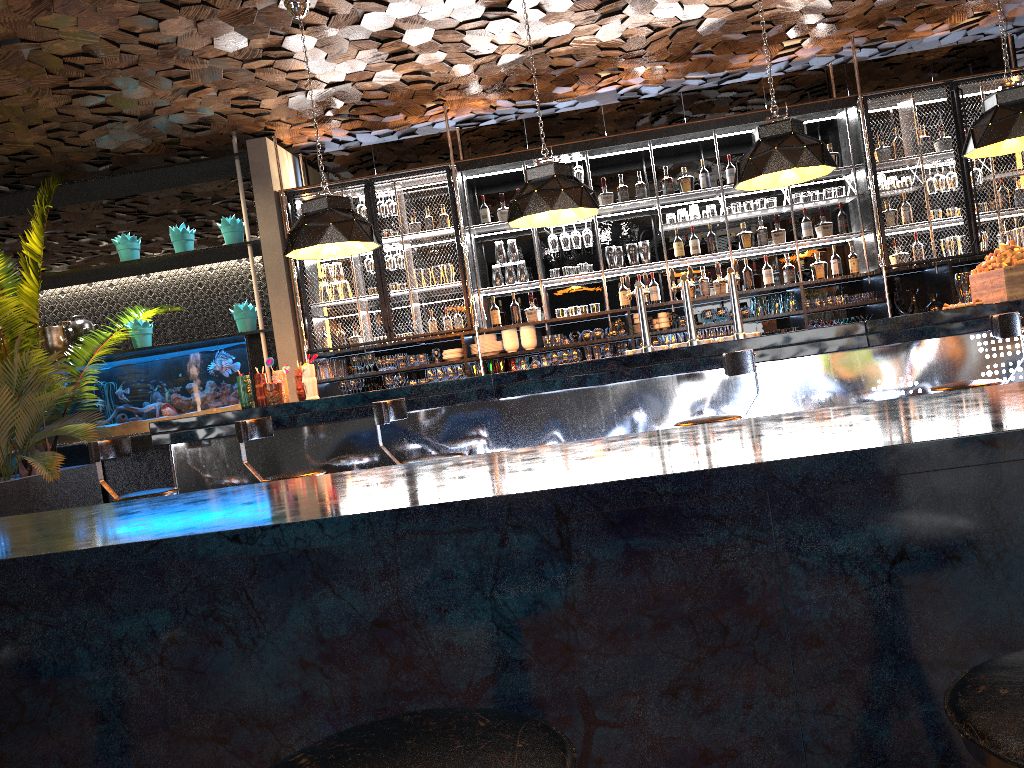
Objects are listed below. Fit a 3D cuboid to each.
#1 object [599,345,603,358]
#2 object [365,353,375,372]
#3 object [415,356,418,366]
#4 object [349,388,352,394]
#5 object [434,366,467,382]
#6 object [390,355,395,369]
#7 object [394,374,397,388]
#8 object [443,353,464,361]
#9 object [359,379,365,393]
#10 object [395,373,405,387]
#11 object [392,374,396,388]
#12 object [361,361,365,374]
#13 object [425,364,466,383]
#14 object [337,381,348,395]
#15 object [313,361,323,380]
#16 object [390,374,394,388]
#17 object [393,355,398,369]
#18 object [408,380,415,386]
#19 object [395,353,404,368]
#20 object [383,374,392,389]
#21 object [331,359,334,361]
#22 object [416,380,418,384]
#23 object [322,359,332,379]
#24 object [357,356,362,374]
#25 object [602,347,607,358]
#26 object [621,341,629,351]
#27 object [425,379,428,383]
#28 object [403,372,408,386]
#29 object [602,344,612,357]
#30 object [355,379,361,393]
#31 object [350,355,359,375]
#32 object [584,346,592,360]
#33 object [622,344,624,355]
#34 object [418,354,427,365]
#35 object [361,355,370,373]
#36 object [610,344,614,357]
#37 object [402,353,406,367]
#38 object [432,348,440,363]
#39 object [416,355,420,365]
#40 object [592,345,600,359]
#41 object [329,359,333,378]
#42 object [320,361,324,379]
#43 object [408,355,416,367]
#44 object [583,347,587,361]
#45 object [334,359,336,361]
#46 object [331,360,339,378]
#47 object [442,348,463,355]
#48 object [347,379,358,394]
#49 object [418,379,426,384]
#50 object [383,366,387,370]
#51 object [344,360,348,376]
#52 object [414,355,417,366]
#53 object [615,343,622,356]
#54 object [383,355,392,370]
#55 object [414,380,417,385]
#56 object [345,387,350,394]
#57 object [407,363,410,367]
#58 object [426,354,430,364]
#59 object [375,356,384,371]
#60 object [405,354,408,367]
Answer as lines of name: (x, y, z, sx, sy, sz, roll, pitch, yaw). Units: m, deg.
object: (0.788, -0.235, 8.009, 0.092, 0.218, 0.092, -9, 1, -34)
object: (-1.274, -0.191, 8.024, 0.087, 0.170, 0.087, -9, 1, -34)
object: (-0.904, -0.212, 8.267, 0.078, 0.103, 0.078, -9, 1, -41)
object: (-1.515, 0.082, 8.324, 0.091, 0.227, 0.091, -8, 1, 9)
object: (-0.571, -0.050, 8.266, 0.376, 0.227, 0.186, -8, 1, 4)
object: (-1.118, -0.196, 8.158, 0.081, 0.132, 0.081, -8, 1, -22)
object: (-1.097, 0.023, 8.288, 0.077, 0.229, 0.088, -8, 1, -20)
object: (-0.524, -0.243, 8.033, 0.211, 0.060, 0.209, -9, 1, -35)
object: (-1.413, 0.068, 8.290, 0.091, 0.227, 0.091, -9, 1, -31)
object: (-1.013, 0.013, 8.100, 0.088, 0.229, 0.077, -8, 1, 5)
object: (-1.107, 0.025, 8.196, 0.077, 0.229, 0.088, -8, 1, 21)
object: (-1.399, -0.176, 8.285, 0.087, 0.170, 0.087, -9, 1, -34)
object: (-0.590, -0.045, 8.071, 0.376, 0.227, 0.186, -8, 1, 4)
object: (-1.533, 0.088, 8.082, 0.091, 0.227, 0.091, -9, 1, -32)
object: (-1.772, -0.125, 8.105, 0.067, 0.174, 0.067, -8, 1, 14)
object: (-1.111, 0.027, 8.114, 0.088, 0.229, 0.077, -9, 1, -35)
object: (-1.102, -0.200, 8.286, 0.081, 0.132, 0.081, -8, 1, -22)
object: (-0.908, 0.041, 8.056, 0.074, 0.146, 0.065, -8, 1, -18)
object: (-1.012, -0.207, 8.015, 0.074, 0.131, 0.074, -8, 1, 19)
object: (-1.121, 0.030, 8.023, 0.088, 0.229, 0.077, -8, 1, 19)
object: (-1.686, -0.139, 8.276, 0.067, 0.174, 0.067, -9, 1, -34)
object: (-0.890, 0.036, 8.257, 0.065, 0.146, 0.074, -8, 1, 35)
object: (-1.693, -0.136, 8.108, 0.067, 0.174, 0.067, -7, 1, 45)
object: (-1.411, -0.173, 8.167, 0.087, 0.170, 0.087, -9, 1, -34)
object: (0.867, -0.248, 8.111, 0.092, 0.218, 0.092, -9, 1, -34)
object: (1.022, -0.266, 7.868, 0.071, 0.217, 0.071, -8, 1, 14)
object: (-0.804, 0.025, 8.158, 0.065, 0.146, 0.074, -8, 1, 29)
object: (-0.997, 0.009, 8.222, 0.088, 0.229, 0.077, -8, 1, 7)
object: (0.856, -0.243, 7.868, 0.092, 0.218, 0.092, -9, 1, -34)
object: (-1.428, 0.072, 8.174, 0.091, 0.227, 0.091, -9, 1, -31)
object: (-1.422, -0.170, 8.050, 0.087, 0.170, 0.087, -9, 1, -34)
object: (0.687, -0.223, 7.894, 0.071, 0.226, 0.071, -8, 1, -22)
object: (1.001, -0.265, 7.993, 0.071, 0.217, 0.071, -8, 1, 14)
object: (-0.807, -0.220, 7.989, 0.078, 0.099, 0.078, -8, 1, -27)
object: (-1.326, -0.185, 8.120, 0.087, 0.170, 0.087, -9, 1, -34)
object: (0.882, -0.248, 7.974, 0.092, 0.218, 0.092, -9, 1, -34)
object: (-1.001, -0.210, 8.101, 0.074, 0.131, 0.074, -8, 1, 19)
object: (-0.687, -0.254, 8.069, 0.074, 0.131, 0.074, -8, 1, 19)
object: (-0.830, -0.218, 8.082, 0.078, 0.099, 0.078, -8, 1, -27)
object: (0.755, -0.232, 7.847, 0.071, 0.226, 0.071, -8, 1, -22)
object: (-1.693, -0.137, 8.185, 0.067, 0.174, 0.067, -8, 1, 31)
object: (-1.763, -0.127, 8.180, 0.067, 0.174, 0.067, -9, 1, -44)
object: (-0.904, -0.208, 8.006, 0.078, 0.103, 0.078, -9, 1, -41)
object: (0.704, -0.229, 8.150, 0.071, 0.226, 0.071, -8, 1, -22)
object: (-1.678, -0.141, 8.362, 0.067, 0.174, 0.067, -9, 1, -45)
object: (-1.612, -0.136, 8.082, 0.051, 0.152, 0.058, -8, 1, 11)
object: (-0.528, -0.283, 8.032, 0.209, 0.060, 0.211, -9, 1, -40)
object: (-1.441, 0.075, 8.071, 0.091, 0.227, 0.091, -8, 1, 28)
object: (-0.813, 0.027, 8.052, 0.074, 0.146, 0.065, -8, 1, 0)
object: (-1.190, -0.187, 8.243, 0.081, 0.132, 0.081, -8, 1, -22)
object: (-1.584, -0.143, 8.377, 0.051, 0.152, 0.058, -9, 1, -34)
object: (-0.912, -0.209, 8.183, 0.078, 0.103, 0.078, -9, 1, -41)
object: (0.964, -0.258, 7.913, 0.071, 0.217, 0.071, -8, 1, 14)
object: (-1.126, -0.193, 8.038, 0.081, 0.132, 0.081, -8, 1, -22)
object: (-0.900, 0.038, 8.160, 0.065, 0.146, 0.074, -8, 1, 18)
object: (-1.520, 0.085, 8.190, 0.091, 0.227, 0.091, -7, 1, 45)
object: (-0.919, -0.207, 8.091, 0.078, 0.103, 0.078, -9, 1, -41)
object: (-0.809, -0.223, 8.257, 0.078, 0.099, 0.078, -8, 1, -27)
object: (-1.203, -0.183, 8.097, 0.081, 0.132, 0.081, -8, 1, -22)
object: (-0.993, -0.213, 8.187, 0.074, 0.131, 0.074, -8, 1, 19)
